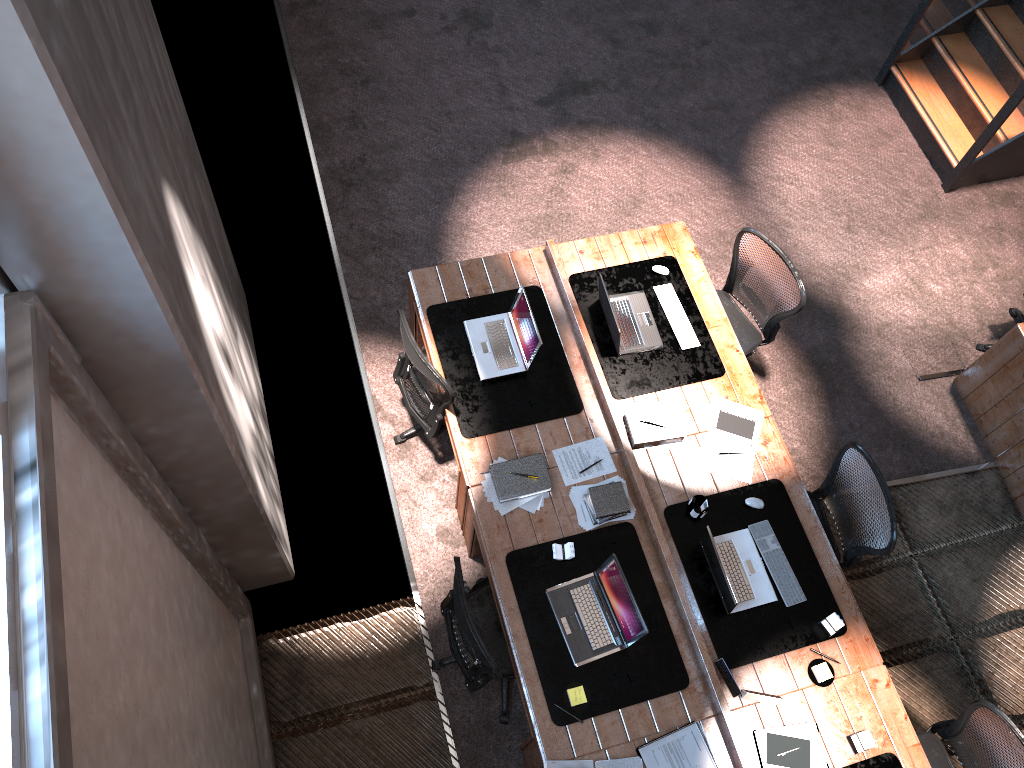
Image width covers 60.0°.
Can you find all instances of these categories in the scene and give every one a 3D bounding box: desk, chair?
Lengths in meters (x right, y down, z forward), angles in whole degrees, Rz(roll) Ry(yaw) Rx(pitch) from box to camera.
[{"bbox_3d":[5.205,0.195,5.637,4.117,0.840,1.748,-10,64,-11],"label":"desk"},{"bbox_3d":[2.016,1.973,4.252,0.792,1.085,0.770,-32,70,-20],"label":"chair"},{"bbox_3d":[3.684,-0.424,5.668,0.770,1.085,0.792,-22,67,-16],"label":"chair"},{"bbox_3d":[-0.338,-0.064,5.076,0.770,1.085,0.792,41,66,15],"label":"chair"},{"bbox_3d":[-0.024,1.176,4.462,0.792,1.085,0.770,-32,70,-20],"label":"chair"},{"bbox_3d":[1.288,-0.353,5.391,0.770,1.085,0.792,41,66,15],"label":"chair"},{"bbox_3d":[0.765,1.095,4.722,1.748,0.840,4.117,-12,64,-12],"label":"desk"},{"bbox_3d":[1.564,0.818,4.808,0.792,1.085,0.770,-22,67,-16],"label":"chair"}]

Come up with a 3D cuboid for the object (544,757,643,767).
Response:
[{"bbox_3d":[0.377,1.818,3.917,0.467,0.017,0.304,0,63,-6],"label":"object"}]

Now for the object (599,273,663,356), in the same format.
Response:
[{"bbox_3d":[0.669,-0.407,4.956,0.323,0.283,0.390,-10,64,-11],"label":"object"}]

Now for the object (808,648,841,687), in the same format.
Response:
[{"bbox_3d":[1.491,1.374,4.261,0.158,0.026,0.154,26,63,8],"label":"object"}]

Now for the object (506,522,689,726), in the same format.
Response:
[{"bbox_3d":[0.403,1.134,4.289,0.687,0.008,0.848,-12,64,-12],"label":"object"}]

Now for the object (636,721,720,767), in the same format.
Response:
[{"bbox_3d":[0.751,1.692,4.004,0.316,0.060,0.229,-18,66,-15],"label":"object"}]

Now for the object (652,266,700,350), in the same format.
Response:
[{"bbox_3d":[0.932,-0.451,5.148,0.139,0.040,0.577,-12,64,-11],"label":"object"}]

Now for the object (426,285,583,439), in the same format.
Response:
[{"bbox_3d":[-0.048,-0.142,4.908,0.687,0.008,0.848,-12,64,-12],"label":"object"}]

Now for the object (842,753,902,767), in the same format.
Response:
[{"bbox_3d":[1.569,2.141,3.880,0.687,0.008,0.848,-12,64,-12],"label":"object"}]

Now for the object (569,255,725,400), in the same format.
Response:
[{"bbox_3d":[0.767,-0.343,5.095,0.687,0.008,0.848,-12,64,-12],"label":"object"}]

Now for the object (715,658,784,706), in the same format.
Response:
[{"bbox_3d":[1.100,1.425,4.163,0.347,0.083,0.129,32,64,11],"label":"object"}]

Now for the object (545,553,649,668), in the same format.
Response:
[{"bbox_3d":[0.388,1.064,4.161,0.323,0.283,0.390,-17,65,-14],"label":"object"}]

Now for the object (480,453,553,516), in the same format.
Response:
[{"bbox_3d":[0.024,0.506,4.544,0.363,0.065,0.325,-3,63,-7],"label":"object"}]

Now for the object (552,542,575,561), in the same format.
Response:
[{"bbox_3d":[0.253,0.828,4.395,0.106,0.063,0.082,-1,63,-6],"label":"object"}]

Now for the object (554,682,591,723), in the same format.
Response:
[{"bbox_3d":[0.296,1.453,4.094,0.158,0.026,0.154,30,64,10],"label":"object"}]

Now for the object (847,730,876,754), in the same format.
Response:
[{"bbox_3d":[1.624,1.655,4.108,0.106,0.063,0.082,-15,65,-13],"label":"object"}]

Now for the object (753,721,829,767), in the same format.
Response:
[{"bbox_3d":[1.288,1.683,4.063,0.316,0.060,0.229,-5,63,-8],"label":"object"}]

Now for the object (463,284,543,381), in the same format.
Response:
[{"bbox_3d":[-0.056,-0.275,4.783,0.320,0.288,0.380,-12,64,-12],"label":"object"}]

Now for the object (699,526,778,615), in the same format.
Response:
[{"bbox_3d":[1.120,0.874,4.302,0.320,0.288,0.380,-12,64,-12],"label":"object"}]

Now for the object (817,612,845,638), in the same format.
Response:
[{"bbox_3d":[1.570,1.175,4.344,0.106,0.063,0.082,-29,69,-19],"label":"object"}]

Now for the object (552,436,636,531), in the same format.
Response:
[{"bbox_3d":[0.436,0.492,4.574,0.319,0.098,0.478,-14,65,-12],"label":"object"}]

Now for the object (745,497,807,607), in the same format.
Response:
[{"bbox_3d":[1.321,0.844,4.512,0.139,0.040,0.577,-13,65,-12],"label":"object"}]

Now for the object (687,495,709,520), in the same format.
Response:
[{"bbox_3d":[0.951,0.631,4.539,0.078,0.138,0.099,-1,63,-6],"label":"object"}]

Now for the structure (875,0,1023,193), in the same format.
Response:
[{"bbox_3d":[6.104,-3.179,6.079,5.793,4.603,10.620,-12,64,-12],"label":"structure"}]

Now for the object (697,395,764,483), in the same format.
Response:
[{"bbox_3d":[1.185,0.297,4.794,0.304,0.017,0.467,18,62,4],"label":"object"}]

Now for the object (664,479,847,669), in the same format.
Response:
[{"bbox_3d":[1.218,0.933,4.475,0.687,0.008,0.848,-12,64,-12],"label":"object"}]

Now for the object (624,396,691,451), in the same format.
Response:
[{"bbox_3d":[0.789,0.200,4.780,0.363,0.065,0.325,2,62,-5],"label":"object"}]
